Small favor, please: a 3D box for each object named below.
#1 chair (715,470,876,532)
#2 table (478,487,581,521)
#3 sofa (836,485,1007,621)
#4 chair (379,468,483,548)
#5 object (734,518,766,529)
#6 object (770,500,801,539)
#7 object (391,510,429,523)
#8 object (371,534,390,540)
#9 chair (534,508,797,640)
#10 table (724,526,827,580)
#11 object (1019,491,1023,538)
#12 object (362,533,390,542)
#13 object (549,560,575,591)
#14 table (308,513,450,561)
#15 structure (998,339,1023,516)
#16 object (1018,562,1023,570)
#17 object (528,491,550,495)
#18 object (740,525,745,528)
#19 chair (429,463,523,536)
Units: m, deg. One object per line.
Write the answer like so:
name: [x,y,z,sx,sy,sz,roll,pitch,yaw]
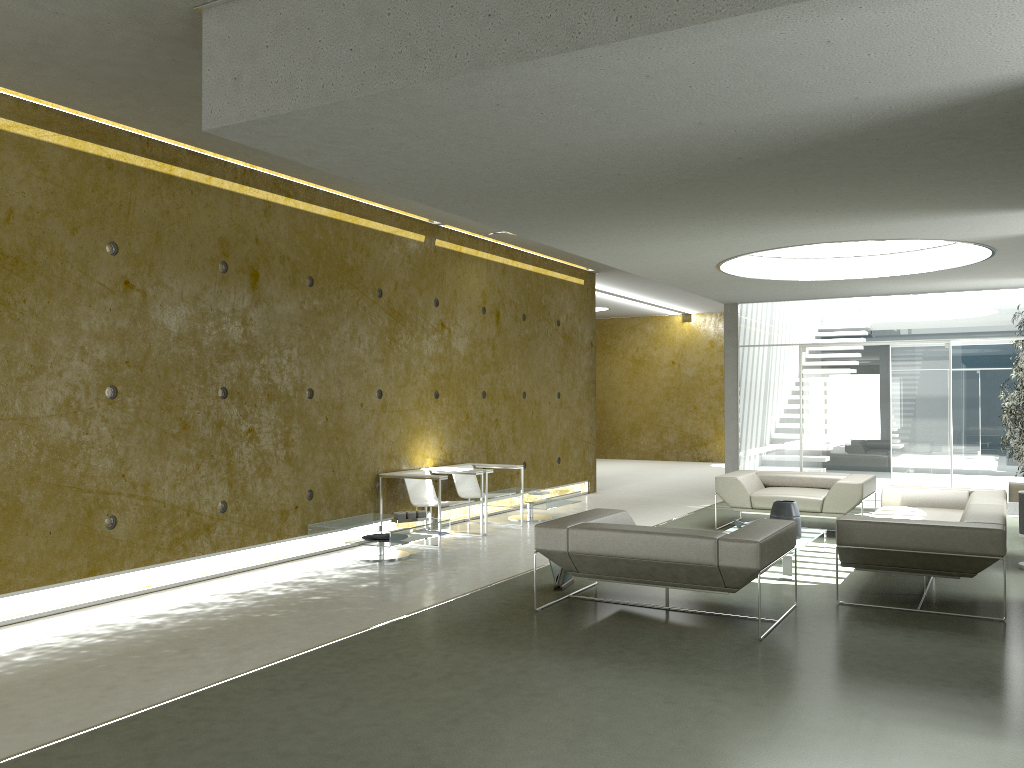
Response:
chair: [3.040,1.261,9.483,1.481,0.583,1.039,-1,-1,29]
table: [0.216,1.426,10.423,0.900,0.300,0.900,-1,-1,29]
sofa: [3.318,1.214,7.007,1.037,0.585,2.791,-1,-1,29]
chair: [-0.797,1.217,8.866,0.710,0.667,0.800,-1,-1,29]
object: [2.123,1.264,7.893,0.317,0.125,0.223,0,-1,-24]
object: [2.356,1.167,7.649,0.265,0.309,0.265,0,-1,12]
object: [-0.918,1.187,7.995,0.326,0.097,0.118,1,-1,-36]
object: [-1.101,1.334,7.686,0.239,0.027,0.239,1,-1,-44]
chair: [1.036,1.203,5.908,1.481,0.583,1.039,-1,-1,29]
table: [2.170,1.422,7.651,0.790,0.200,1.500,-1,-1,29]
object: [5.173,1.306,8.875,0.175,0.461,0.185,-1,-1,24]
object: [-1.101,1.337,7.686,0.394,0.027,0.394,0,-1,12]
object: [0.372,1.365,6.624,0.216,0.288,0.329,0,-1,19]
table: [-1.176,1.385,7.938,0.900,0.300,0.900,-1,-1,29]
structure: [6.894,0.292,11.915,0.646,2.589,3.371,-1,-1,29]
object: [4.308,0.775,7.247,0.310,1.469,0.310,0,-1,6]
object: [0.313,1.258,10.223,0.197,0.029,0.189,-1,-1,29]
object: [2.017,1.264,7.512,0.177,0.113,0.177,0,-1,10]
chair: [-0.379,1.230,9.613,0.710,0.667,0.800,-1,-1,29]
